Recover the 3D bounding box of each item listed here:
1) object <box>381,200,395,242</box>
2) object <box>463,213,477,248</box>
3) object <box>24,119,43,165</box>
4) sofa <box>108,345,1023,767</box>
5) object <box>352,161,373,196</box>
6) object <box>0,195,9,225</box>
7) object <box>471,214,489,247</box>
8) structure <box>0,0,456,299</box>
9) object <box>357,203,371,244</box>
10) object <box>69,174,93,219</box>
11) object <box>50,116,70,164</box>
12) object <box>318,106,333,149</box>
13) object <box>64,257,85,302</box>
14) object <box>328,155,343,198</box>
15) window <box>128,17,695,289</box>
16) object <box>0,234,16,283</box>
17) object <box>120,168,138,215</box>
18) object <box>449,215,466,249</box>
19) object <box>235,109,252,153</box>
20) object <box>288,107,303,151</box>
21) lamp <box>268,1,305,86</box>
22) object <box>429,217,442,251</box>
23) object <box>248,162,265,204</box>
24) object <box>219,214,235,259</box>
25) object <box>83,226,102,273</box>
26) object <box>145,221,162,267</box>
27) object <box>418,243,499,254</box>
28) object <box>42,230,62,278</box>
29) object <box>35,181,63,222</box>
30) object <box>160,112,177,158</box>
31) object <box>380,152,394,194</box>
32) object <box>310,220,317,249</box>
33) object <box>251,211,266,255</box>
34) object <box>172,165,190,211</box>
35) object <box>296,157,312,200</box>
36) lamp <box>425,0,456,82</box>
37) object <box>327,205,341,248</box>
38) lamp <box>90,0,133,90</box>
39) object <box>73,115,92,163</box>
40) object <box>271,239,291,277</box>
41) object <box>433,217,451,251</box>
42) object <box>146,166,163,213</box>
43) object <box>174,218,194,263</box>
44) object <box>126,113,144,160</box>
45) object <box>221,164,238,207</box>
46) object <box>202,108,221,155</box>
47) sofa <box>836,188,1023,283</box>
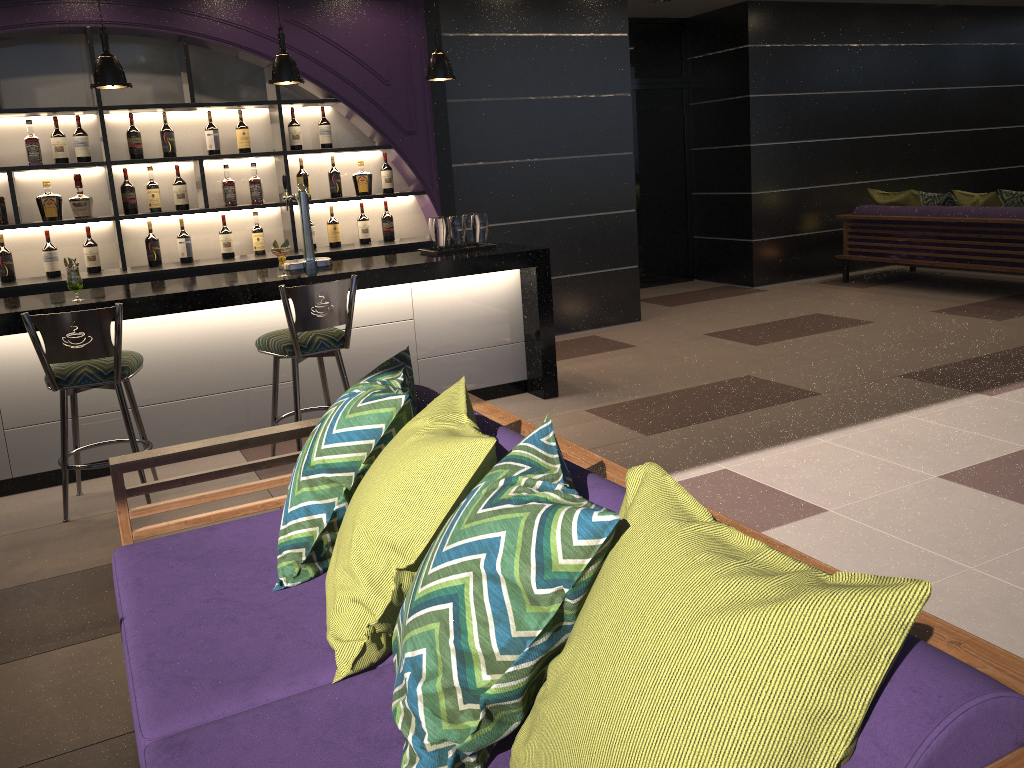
[{"bbox_3d":[-0.918,-1.200,6.516,0.086,0.295,0.087,0,12,22],"label":"object"},{"bbox_3d":[-0.252,-0.958,5.535,0.106,0.206,0.106,-8,12,-21],"label":"object"},{"bbox_3d":[-2.957,-1.486,5.457,0.083,0.278,0.083,-9,12,-25],"label":"object"},{"bbox_3d":[-0.164,0.522,1.795,1.123,0.909,2.144,-10,15,-25],"label":"sofa"},{"bbox_3d":[-1.078,-1.483,6.380,0.151,0.245,0.095,-6,11,-7],"label":"object"},{"bbox_3d":[-3.150,-1.111,5.403,0.083,0.278,0.084,-5,11,-6],"label":"object"},{"bbox_3d":[-0.194,-0.937,5.436,0.106,0.206,0.106,-8,12,-21],"label":"object"},{"bbox_3d":[-2.520,-1.195,5.595,4.647,2.730,0.534,-10,12,-26],"label":"structure"},{"bbox_3d":[-1.082,-1.171,6.448,0.086,0.295,0.087,0,12,22],"label":"object"},{"bbox_3d":[-2.724,-1.184,5.587,0.123,0.276,0.124,-7,11,-12],"label":"object"},{"bbox_3d":[-2.840,-1.526,5.547,0.086,0.295,0.087,0,12,22],"label":"object"},{"bbox_3d":[-1.325,-1.810,6.260,0.086,0.294,0.087,0,12,22],"label":"object"},{"bbox_3d":[-2.090,-0.502,4.226,0.069,0.209,0.069,-14,15,-42],"label":"object"},{"bbox_3d":[-1.260,-1.470,6.282,0.086,0.294,0.087,0,12,22],"label":"object"},{"bbox_3d":[-3.077,-1.425,6.682,11.587,2.729,1.957,-11,13,-26],"label":"window"},{"bbox_3d":[-3.111,-0.772,5.427,0.086,0.294,0.087,0,12,22],"label":"object"},{"bbox_3d":[-2.477,-1.242,5.711,0.086,0.295,0.087,0,12,22],"label":"object"},{"bbox_3d":[-0.331,-0.925,5.427,0.106,0.206,0.106,-8,12,-21],"label":"object"},{"bbox_3d":[-1.831,-1.712,6.012,0.086,0.295,0.087,0,12,22],"label":"object"},{"bbox_3d":[-1.517,-1.775,6.173,0.086,0.295,0.087,0,12,22],"label":"object"},{"bbox_3d":[-1.229,-2.015,4.633,0.163,0.855,0.165,-1,11,16],"label":"lamp"},{"bbox_3d":[-0.454,-0.918,5.433,0.106,0.206,0.106,-8,12,-21],"label":"object"},{"bbox_3d":[-1.761,-1.378,6.080,0.083,0.278,0.084,-5,11,-6],"label":"object"},{"bbox_3d":[-1.948,-1.004,6.026,0.086,0.295,0.087,0,12,22],"label":"object"},{"bbox_3d":[-2.688,-0.859,5.652,0.086,0.295,0.087,0,12,22],"label":"object"},{"bbox_3d":[-2.356,-0.919,5.800,0.086,0.294,0.087,0,12,22],"label":"object"},{"bbox_3d":[-0.333,-0.839,5.471,0.439,0.018,0.275,-11,15,-25],"label":"object"},{"bbox_3d":[-2.885,-0.815,5.532,0.086,0.294,0.087,0,12,22],"label":"object"},{"bbox_3d":[-2.876,-1.137,5.503,0.152,0.245,0.095,-9,12,-24],"label":"object"},{"bbox_3d":[-2.259,-1.629,5.800,0.086,0.294,0.087,0,12,22],"label":"object"},{"bbox_3d":[-0.917,-1.543,6.477,0.086,0.295,0.087,0,12,22],"label":"object"},{"bbox_3d":[-1.441,-1.100,6.268,0.086,0.294,0.087,0,12,22],"label":"object"},{"bbox_3d":[-1.769,-1.050,6.157,0.080,0.296,0.080,-9,12,-23],"label":"object"},{"bbox_3d":[-2.197,-1.297,5.853,0.086,0.295,0.087,0,12,22],"label":"object"},{"bbox_3d":[-1.460,-1.430,6.183,0.086,0.295,0.087,0,12,22],"label":"object"},{"bbox_3d":[-0.441,-2.167,5.018,0.163,0.855,0.165,-1,11,16],"label":"lamp"},{"bbox_3d":[-1.277,-1.125,6.324,0.086,0.295,0.087,0,12,22],"label":"object"},{"bbox_3d":[-1.992,-1.869,4.261,0.163,0.855,0.165,-1,11,16],"label":"lamp"},{"bbox_3d":[-2.718,-1.542,5.581,0.086,0.294,0.087,0,12,22],"label":"object"},{"bbox_3d":[-1.210,-0.665,4.657,0.105,0.195,0.107,-4,11,2],"label":"object"},{"bbox_3d":[-0.416,-0.896,5.332,0.106,0.206,0.106,-8,12,-21],"label":"object"},{"bbox_3d":[-2.353,-1.276,5.801,0.080,0.296,0.080,-9,12,-23],"label":"object"},{"bbox_3d":[-2.186,-0.963,5.899,0.087,0.312,0.104,-8,12,-21],"label":"object"},{"bbox_3d":[-2.439,-1.595,5.712,0.086,0.295,0.087,0,12,22],"label":"object"},{"bbox_3d":[-1.929,-1.351,6.019,0.083,0.278,0.083,-9,12,-25],"label":"object"},{"bbox_3d":[-2.008,-1.685,5.923,0.087,0.312,0.104,-8,12,-21],"label":"object"},{"bbox_3d":[4.208,-1.360,8.117,1.123,0.909,2.144,-10,15,-25],"label":"sofa"}]
